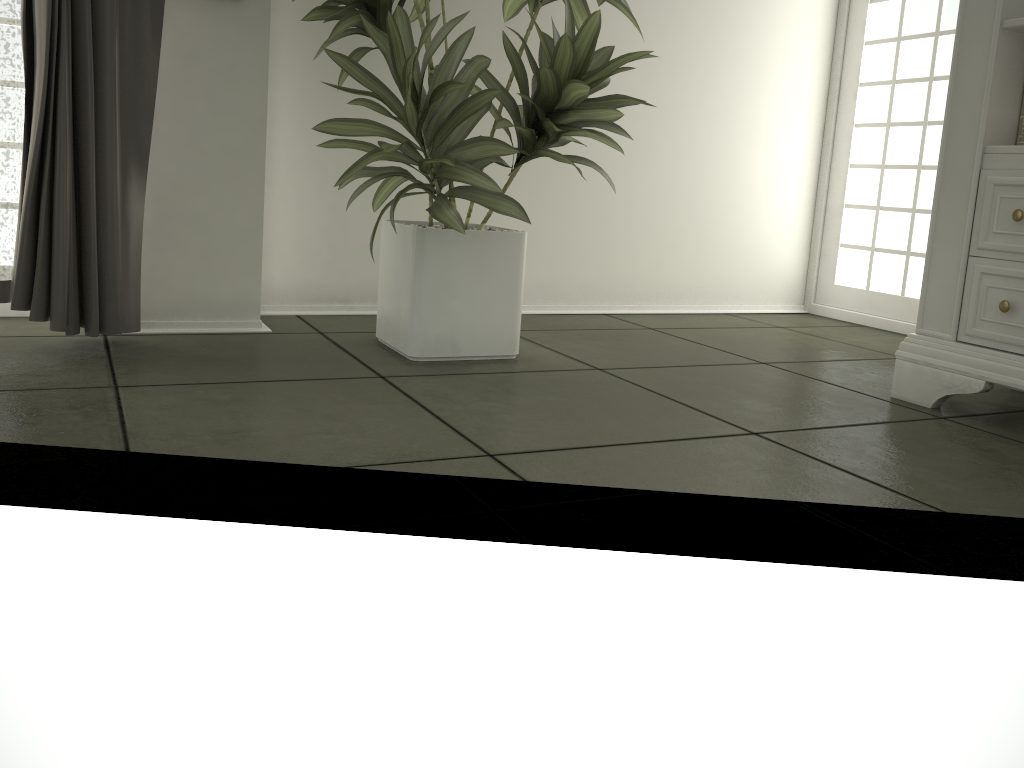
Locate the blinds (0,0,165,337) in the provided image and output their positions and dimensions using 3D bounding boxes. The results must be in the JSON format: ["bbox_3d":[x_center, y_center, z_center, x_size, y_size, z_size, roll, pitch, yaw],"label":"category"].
[{"bbox_3d":[-2.338,-1.348,1.554,3.661,2.570,0.669,-2,10,-27],"label":"blinds"}]

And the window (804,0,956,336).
[{"bbox_3d":[1.644,-1.426,3.379,0.058,2.469,1.014,0,9,-27],"label":"window"}]

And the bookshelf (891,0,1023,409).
[{"bbox_3d":[1.573,-0.996,1.821,0.625,2.314,1.166,0,10,-27],"label":"bookshelf"}]

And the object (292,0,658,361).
[{"bbox_3d":[-0.107,-1.133,2.438,1.161,2.069,1.054,3,9,-9],"label":"object"}]

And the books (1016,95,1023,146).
[{"bbox_3d":[1.328,-0.712,2.178,0.168,0.274,0.029,-1,9,-27],"label":"books"}]
